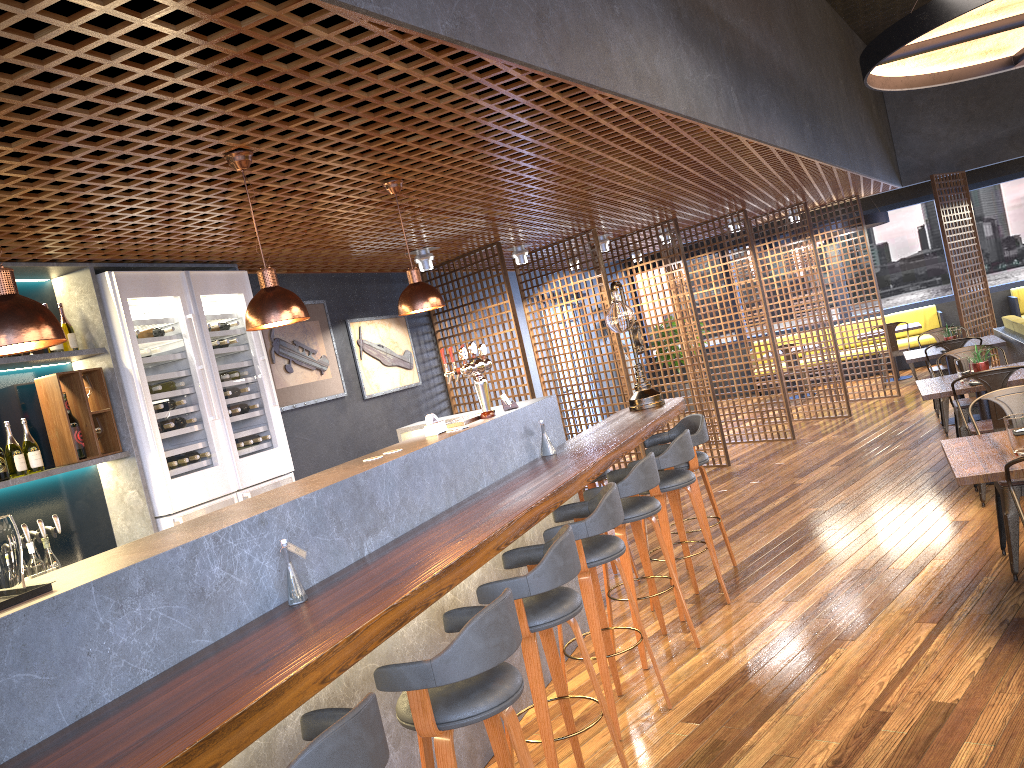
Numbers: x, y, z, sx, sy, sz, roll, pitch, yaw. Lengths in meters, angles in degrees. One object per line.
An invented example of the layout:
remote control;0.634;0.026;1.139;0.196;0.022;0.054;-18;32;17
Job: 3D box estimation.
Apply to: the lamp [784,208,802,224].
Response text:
lamp;3.740;-2.225;11.749;0.228;0.172;0.228;-12;2;23

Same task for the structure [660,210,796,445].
structure;2.572;-0.608;10.719;0.050;2.700;1.319;-14;3;-37

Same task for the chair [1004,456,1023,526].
chair;2.320;0.643;3.556;0.504;0.917;0.541;-12;2;23

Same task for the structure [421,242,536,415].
structure;-0.215;0.110;8.538;0.050;2.700;1.319;-14;3;-37

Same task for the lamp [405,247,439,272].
lamp;-0.733;-1.041;7.434;0.228;0.172;0.228;-12;2;23

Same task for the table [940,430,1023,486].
table;2.587;0.641;4.123;0.887;0.763;0.906;-12;2;23

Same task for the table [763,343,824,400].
table;4.507;-0.180;13.962;0.887;0.763;0.906;-12;2;23

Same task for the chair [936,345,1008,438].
chair;3.794;0.166;7.183;0.504;0.917;0.541;-12;2;23

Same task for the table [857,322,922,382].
table;5.770;-0.445;13.419;0.887;0.763;0.906;-12;2;23

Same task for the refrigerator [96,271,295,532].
refrigerator;-1.902;0.375;5.461;0.454;2.109;1.159;-12;2;23

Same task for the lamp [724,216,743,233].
lamp;2.768;-1.976;11.026;0.228;0.172;0.228;-12;2;23

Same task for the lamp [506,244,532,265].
lamp;0.082;-1.280;8.806;0.228;0.172;0.228;-12;2;23

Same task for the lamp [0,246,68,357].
lamp;-1.414;-0.422;2.388;0.250;0.673;0.250;-14;3;-35

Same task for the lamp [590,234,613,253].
lamp;0.971;-1.511;9.556;0.228;0.172;0.228;-12;2;23

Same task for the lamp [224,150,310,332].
lamp;-0.986;-0.560;3.451;0.250;0.673;0.250;-14;3;-35

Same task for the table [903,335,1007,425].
table;4.583;-0.007;9.098;0.887;0.763;0.906;-12;2;23

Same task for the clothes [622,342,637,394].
clothes;2.050;-0.037;14.930;0.401;1.494;0.423;-12;2;19

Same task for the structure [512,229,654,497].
structure;0.714;-0.129;9.265;0.050;2.700;1.319;-14;3;-37

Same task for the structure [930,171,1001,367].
structure;5.869;-1.382;11.392;0.852;2.700;0.050;-14;3;-37

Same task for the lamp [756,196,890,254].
lamp;4.554;-3.316;13.693;1.979;2.172;1.979;-12;3;29

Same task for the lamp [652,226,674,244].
lamp;1.789;-1.727;10.337;0.228;0.172;0.228;-12;2;23

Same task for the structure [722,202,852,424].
structure;3.501;-0.847;11.446;0.050;2.700;1.319;-14;3;-37

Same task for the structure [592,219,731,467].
structure;1.643;-0.368;9.992;0.050;2.700;1.319;-14;3;-37

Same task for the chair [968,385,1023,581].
chair;2.781;0.493;4.702;0.504;0.917;0.541;-12;2;23

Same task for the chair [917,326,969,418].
chair;4.770;-0.153;9.667;0.504;0.917;0.541;-12;2;23

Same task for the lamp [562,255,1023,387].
lamp;4.517;-0.959;8.240;9.057;2.714;3.017;-12;2;23

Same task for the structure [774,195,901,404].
structure;4.430;-1.086;12.173;0.050;2.700;1.319;-14;3;-37

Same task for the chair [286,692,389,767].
chair;-0.415;1.256;2.039;0.438;1.048;0.483;-13;2;-6

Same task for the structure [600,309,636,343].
structure;1.805;-1.028;14.920;0.293;0.563;1.220;-12;2;23

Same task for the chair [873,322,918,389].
chair;5.510;-0.442;12.765;0.504;0.917;0.541;-12;2;23

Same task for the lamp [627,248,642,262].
lamp;1.739;-1.796;12.392;0.228;0.172;0.228;-12;2;23

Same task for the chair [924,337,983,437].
chair;4.316;-0.005;8.537;0.504;0.917;0.541;-12;2;23

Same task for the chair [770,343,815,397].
chair;4.220;-0.171;13.320;0.504;0.917;0.541;-12;2;23

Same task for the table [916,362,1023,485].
table;3.587;0.317;6.610;0.887;0.763;0.906;-12;2;23

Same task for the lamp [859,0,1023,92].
lamp;3.534;-3.080;5.595;2.778;1.475;2.778;-12;2;27

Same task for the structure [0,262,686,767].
structure;-1.649;0.654;2.960;2.700;2.700;9.298;-12;2;23

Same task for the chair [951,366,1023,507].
chair;3.333;0.316;6.035;0.504;0.917;0.541;-12;2;23

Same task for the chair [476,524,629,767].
chair;0.124;1.083;3.340;0.438;1.048;0.483;-13;2;-17

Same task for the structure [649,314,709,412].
structure;3.021;-0.429;15.867;1.166;1.763;0.993;-13;2;-7

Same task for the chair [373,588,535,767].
chair;-0.113;1.163;2.647;0.483;1.048;0.438;-15;3;-38

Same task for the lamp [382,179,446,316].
lamp;-0.539;-0.705;4.564;0.250;0.673;0.250;-14;3;-35
